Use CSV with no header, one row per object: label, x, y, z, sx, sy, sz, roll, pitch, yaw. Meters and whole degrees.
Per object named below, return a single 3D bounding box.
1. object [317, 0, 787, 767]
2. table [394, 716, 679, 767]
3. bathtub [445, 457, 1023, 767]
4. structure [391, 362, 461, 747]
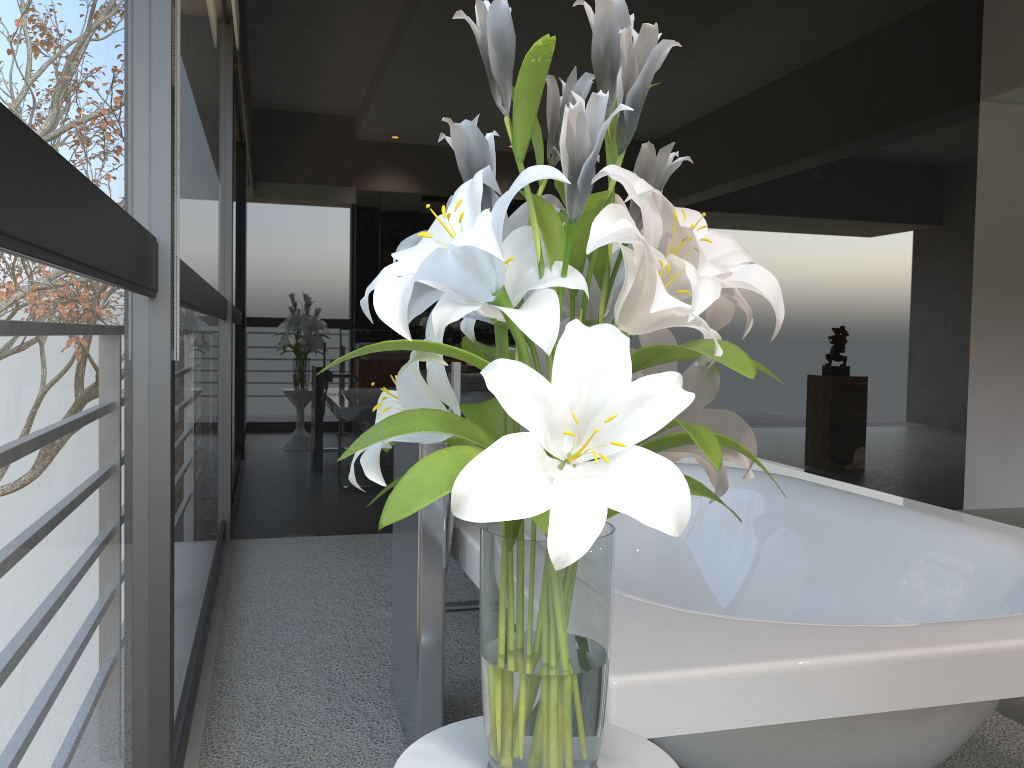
object,0.045,0.013,0.905,0.460,0.795,0.450,2,3,12
table,0.023,0.648,0.943,0.307,0.478,0.308,-1,3,-32
bathtub,0.496,0.576,2.258,1.327,0.504,1.959,0,3,-16
structure,-0.095,0.385,2.130,0.330,0.884,0.402,0,3,-16
